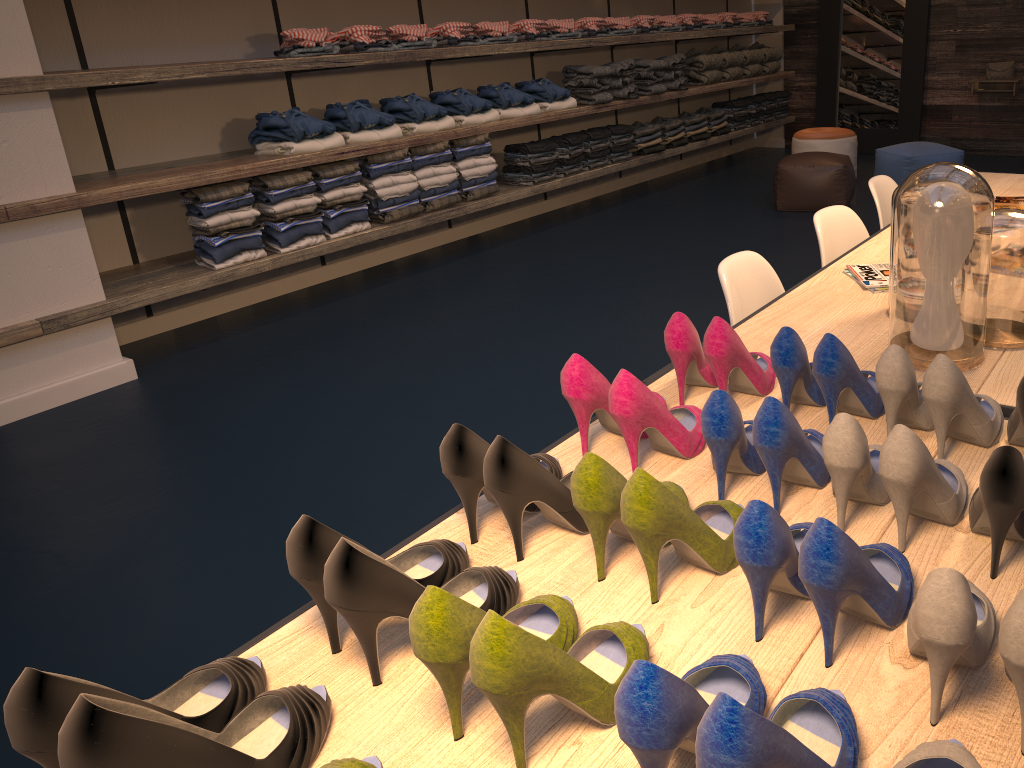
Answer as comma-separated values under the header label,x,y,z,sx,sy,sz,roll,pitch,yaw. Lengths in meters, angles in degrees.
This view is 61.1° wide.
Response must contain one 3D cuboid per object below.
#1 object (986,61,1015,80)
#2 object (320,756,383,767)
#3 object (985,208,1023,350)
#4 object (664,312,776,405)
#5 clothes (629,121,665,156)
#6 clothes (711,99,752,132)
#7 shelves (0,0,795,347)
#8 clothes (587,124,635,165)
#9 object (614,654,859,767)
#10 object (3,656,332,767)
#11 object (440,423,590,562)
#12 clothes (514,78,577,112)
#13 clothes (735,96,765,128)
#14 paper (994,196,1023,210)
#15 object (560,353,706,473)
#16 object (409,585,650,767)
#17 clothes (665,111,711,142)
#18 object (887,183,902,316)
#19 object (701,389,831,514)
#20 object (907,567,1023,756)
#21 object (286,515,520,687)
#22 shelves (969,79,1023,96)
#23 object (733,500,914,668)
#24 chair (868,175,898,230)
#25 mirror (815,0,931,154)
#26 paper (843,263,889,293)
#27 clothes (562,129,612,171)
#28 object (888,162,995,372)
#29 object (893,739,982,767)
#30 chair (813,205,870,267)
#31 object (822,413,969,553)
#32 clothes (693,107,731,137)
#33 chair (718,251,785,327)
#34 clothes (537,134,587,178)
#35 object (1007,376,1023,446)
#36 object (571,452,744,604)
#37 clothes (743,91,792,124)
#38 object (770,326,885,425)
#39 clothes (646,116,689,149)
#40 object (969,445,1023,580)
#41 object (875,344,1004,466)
label,x,y,z,sx,sy,sz,roll,pitch,yaw
object,4.767,-3.060,8.476,0.260,0.172,0.109,1,21,12
object,-0.176,0.362,0.704,0.187,0.192,0.264,12,26,36
object,1.079,-0.240,1.906,0.164,0.285,0.187,5,23,26
object,0.403,-0.072,1.697,0.188,0.192,0.263,9,25,31
clothes,1.075,-2.112,7.447,0.379,0.247,0.385,-22,28,-38
clothes,2.188,-2.685,8.661,0.343,0.294,0.356,13,27,38
shelves,0.323,-0.126,0.896,8.039,2.188,18.352,14,27,35
clothes,0.789,-1.944,7.013,0.326,0.294,0.335,16,29,42
object,0.213,0.298,0.816,0.187,0.192,0.264,12,26,36
object,-0.324,0.310,0.847,0.188,0.192,0.263,9,25,32
object,0.025,0.119,1.275,0.187,0.192,0.264,12,26,36
clothes,0.207,-2.129,6.387,0.394,0.236,0.467,12,27,35
clothes,2.398,-2.803,8.926,0.343,0.294,0.347,6,24,26
paper,1.731,-0.608,3.088,0.789,0.014,0.310,-22,29,-40
object,0.215,0.022,1.490,0.264,0.192,0.192,-21,27,-37
object,0.024,0.261,0.928,0.187,0.192,0.264,12,26,36
clothes,1.616,-2.401,8.091,0.379,0.247,0.385,-22,28,-38
object,0.993,-0.327,2.066,0.201,0.330,0.173,-18,24,-30
object,0.394,0.068,1.356,0.189,0.192,0.262,8,24,29
object,0.516,0.239,0.924,0.188,0.192,0.263,9,25,32
object,-0.128,0.217,1.053,0.187,0.192,0.264,16,29,42
shelves,4.762,-2.923,8.551,0.420,0.141,0.267,13,27,34
object,0.375,0.194,1.051,0.187,0.192,0.264,12,26,36
chair,1.737,-0.437,3.571,0.505,0.788,0.508,10,25,35
mirror,3.766,-3.399,9.125,1.074,1.886,0.292,10,25,35
paper,1.298,-0.327,2.453,0.753,0.014,0.326,-8,23,-13
clothes,0.571,-1.828,6.752,0.327,0.294,0.334,12,26,36
object,0.884,-0.250,1.792,0.190,0.405,0.217,5,22,26
object,0.381,0.341,0.692,0.187,0.192,0.264,12,26,36
chair,1.319,-0.190,3.014,0.504,0.788,0.509,15,28,43
object,0.548,0.103,1.252,0.187,0.192,0.264,12,26,36
clothes,1.881,-2.541,8.404,0.386,0.247,0.378,11,26,33
chair,0.875,0.047,2.487,0.505,0.788,0.508,10,25,35
clothes,0.354,-1.711,6.493,0.343,0.294,0.347,6,24,26
object,0.892,0.033,1.384,0.187,0.192,0.264,12,26,36
object,0.201,0.152,1.173,0.187,0.192,0.264,13,27,39
clothes,2.724,-2.979,9.319,0.339,0.294,0.706,13,27,37
object,0.576,-0.035,1.588,0.187,0.192,0.264,12,26,36
clothes,1.339,-2.252,7.760,0.386,0.247,0.378,11,26,33
object,0.705,0.139,1.148,0.187,0.192,0.264,10,25,34
object,0.721,0.004,1.474,0.187,0.192,0.264,15,28,41
